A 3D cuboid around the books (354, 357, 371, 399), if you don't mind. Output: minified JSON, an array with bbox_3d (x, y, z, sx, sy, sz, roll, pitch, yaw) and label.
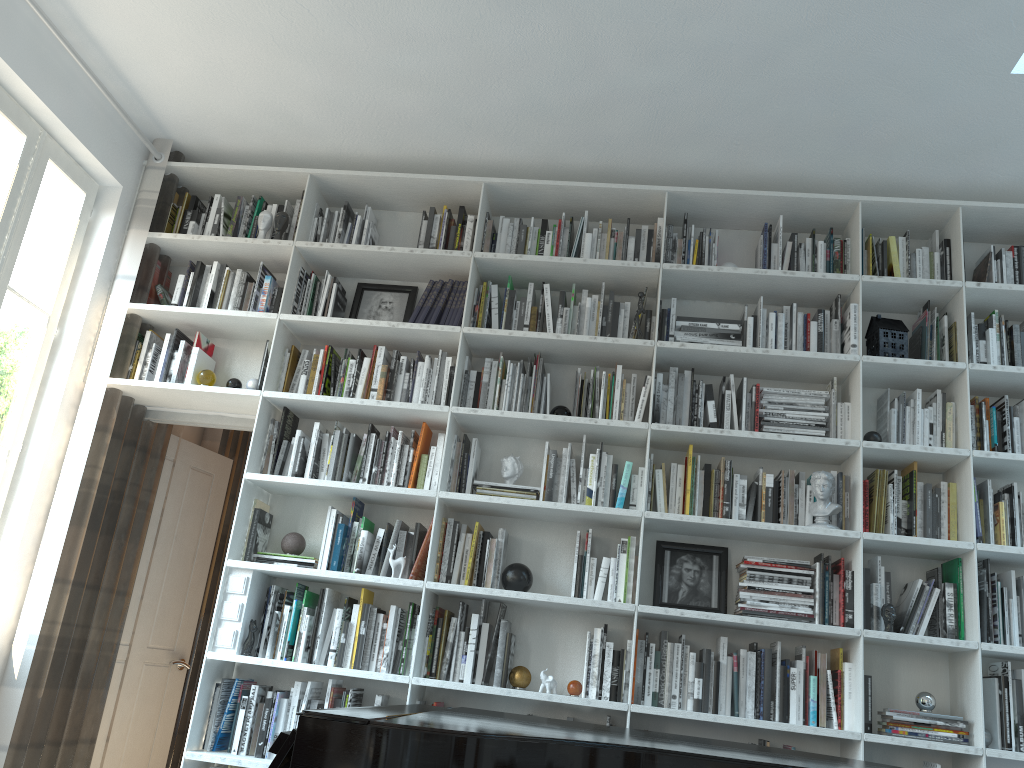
[{"bbox_3d":[-0.668,0.018,4.059,0.047,0.237,0.163,5,-18,7],"label":"books"}]

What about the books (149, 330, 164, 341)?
[{"bbox_3d":[-1.724,-0.093,4.221,0.013,0.301,0.135,5,-18,7],"label":"books"}]

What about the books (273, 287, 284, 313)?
[{"bbox_3d":[-1.094,-0.342,4.222,0.026,0.187,0.155,5,-18,7],"label":"books"}]

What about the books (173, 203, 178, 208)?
[{"bbox_3d":[-1.685,-0.759,4.438,0.011,0.240,0.151,5,-18,7],"label":"books"}]

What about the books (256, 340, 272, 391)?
[{"bbox_3d":[-1.134,-0.044,4.122,0.012,0.284,0.160,5,-18,7],"label":"books"}]

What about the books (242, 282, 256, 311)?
[{"bbox_3d":[-1.247,-0.363,4.254,0.028,0.211,0.139,5,-18,7],"label":"books"}]

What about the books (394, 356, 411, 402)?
[{"bbox_3d":[-0.497,0.022,4.046,0.029,0.260,0.158,5,-18,7],"label":"books"}]

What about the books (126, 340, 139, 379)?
[{"bbox_3d":[-1.757,-0.067,4.190,0.013,0.227,0.179,5,-18,7],"label":"books"}]

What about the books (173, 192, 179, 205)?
[{"bbox_3d":[-1.694,-0.795,4.437,0.012,0.306,0.181,5,-18,7],"label":"books"}]

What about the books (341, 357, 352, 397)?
[{"bbox_3d":[-0.742,0.015,4.065,0.011,0.228,0.171,5,-18,7],"label":"books"}]

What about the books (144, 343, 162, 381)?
[{"bbox_3d":[-1.669,-0.056,4.178,0.010,0.219,0.182,5,-18,7],"label":"books"}]

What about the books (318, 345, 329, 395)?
[{"bbox_3d":[-0.850,-0.019,4.086,0.020,0.280,0.165,5,-18,7],"label":"books"}]

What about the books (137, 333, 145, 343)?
[{"bbox_3d":[-1.768,-0.093,4.188,0.011,0.271,0.189,5,-18,7],"label":"books"}]

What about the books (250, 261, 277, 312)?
[{"bbox_3d":[-1.195,-0.407,4.246,0.012,0.302,0.189,5,-18,7],"label":"books"}]

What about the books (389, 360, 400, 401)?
[{"bbox_3d":[-0.520,0.029,4.031,0.013,0.231,0.172,5,-18,7],"label":"books"}]

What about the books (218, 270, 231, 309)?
[{"bbox_3d":[-1.353,-0.394,4.258,0.012,0.248,0.192,5,-18,7],"label":"books"}]

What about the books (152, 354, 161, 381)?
[{"bbox_3d":[-1.650,-0.030,4.194,0.029,0.184,0.135,5,-18,7],"label":"books"}]

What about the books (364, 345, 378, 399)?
[{"bbox_3d":[-0.634,-0.010,4.068,0.014,0.303,0.152,5,-18,7],"label":"books"}]

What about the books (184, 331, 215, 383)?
[{"bbox_3d":[-1.471,-0.077,4.168,0.013,0.297,0.179,5,-18,7],"label":"books"}]

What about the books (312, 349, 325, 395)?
[{"bbox_3d":[-0.868,-0.008,4.080,0.014,0.252,0.188,5,-18,7],"label":"books"}]

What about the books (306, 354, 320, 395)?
[{"bbox_3d":[-0.892,0.002,4.080,0.030,0.229,0.172,5,-18,7],"label":"books"}]

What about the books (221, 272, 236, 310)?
[{"bbox_3d":[-1.337,-0.390,4.255,0.021,0.243,0.174,5,-18,7],"label":"books"}]

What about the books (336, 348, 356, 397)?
[{"bbox_3d":[-0.765,-0.008,4.081,0.012,0.276,0.151,5,-18,7],"label":"books"}]

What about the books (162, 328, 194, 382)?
[{"bbox_3d":[-1.570,-0.089,4.165,0.013,0.296,0.188,5,-18,7],"label":"books"}]

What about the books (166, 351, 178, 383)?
[{"bbox_3d":[-1.556,-0.034,4.160,0.024,0.192,0.181,5,-18,7],"label":"books"}]

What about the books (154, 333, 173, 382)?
[{"bbox_3d":[-1.620,-0.079,4.190,0.022,0.280,0.157,5,-18,7],"label":"books"}]

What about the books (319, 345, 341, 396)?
[{"bbox_3d":[-0.836,-0.019,4.073,0.011,0.276,0.164,5,-18,7],"label":"books"}]

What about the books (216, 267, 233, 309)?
[{"bbox_3d":[-1.364,-0.404,4.263,0.013,0.268,0.162,5,-18,7],"label":"books"}]

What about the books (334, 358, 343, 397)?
[{"bbox_3d":[-0.779,0.015,4.079,0.012,0.229,0.150,5,-18,7],"label":"books"}]

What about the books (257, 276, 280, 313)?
[{"bbox_3d":[-1.148,-0.370,4.222,0.029,0.228,0.192,5,-18,7],"label":"books"}]

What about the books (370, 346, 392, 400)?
[{"bbox_3d":[-0.593,-0.006,4.037,0.030,0.284,0.186,5,-18,7],"label":"books"}]

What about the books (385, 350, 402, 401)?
[{"bbox_3d":[-0.535,0.006,4.052,0.025,0.285,0.162,5,-18,7],"label":"books"}]

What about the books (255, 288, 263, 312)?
[{"bbox_3d":[-1.179,-0.344,4.239,0.031,0.182,0.151,5,-18,7],"label":"books"}]

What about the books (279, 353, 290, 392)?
[{"bbox_3d":[-1.026,-0.009,4.103,0.022,0.231,0.152,5,-18,7],"label":"books"}]

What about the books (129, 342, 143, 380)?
[{"bbox_3d":[-1.744,-0.063,4.189,0.013,0.221,0.163,5,-18,7],"label":"books"}]

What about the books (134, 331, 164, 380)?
[{"bbox_3d":[-1.710,-0.089,4.194,0.023,0.280,0.171,5,-18,7],"label":"books"}]

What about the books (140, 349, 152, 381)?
[{"bbox_3d":[-1.689,-0.044,4.185,0.029,0.196,0.161,5,-18,7],"label":"books"}]

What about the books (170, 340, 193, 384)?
[{"bbox_3d":[-1.523,-0.058,4.145,0.021,0.236,0.189,5,-18,7],"label":"books"}]

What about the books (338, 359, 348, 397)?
[{"bbox_3d":[-0.756,0.017,4.058,0.014,0.217,0.164,5,-18,7],"label":"books"}]

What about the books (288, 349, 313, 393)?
[{"bbox_3d":[-0.970,-0.014,4.107,0.062,0.257,0.153,5,-18,7],"label":"books"}]

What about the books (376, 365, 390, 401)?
[{"bbox_3d":[-0.569,0.038,4.016,0.029,0.194,0.192,5,-18,7],"label":"books"}]

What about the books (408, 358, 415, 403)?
[{"bbox_3d":[-0.450,0.027,4.043,0.035,0.259,0.131,5,-18,7],"label":"books"}]

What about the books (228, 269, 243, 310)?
[{"bbox_3d":[-1.302,-0.396,4.252,0.025,0.260,0.167,5,-18,7],"label":"books"}]

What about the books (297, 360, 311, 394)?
[{"bbox_3d":[-0.933,0.011,4.069,0.026,0.194,0.176,5,-18,7],"label":"books"}]

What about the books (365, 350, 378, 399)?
[{"bbox_3d":[-0.620,0.001,4.043,0.023,0.270,0.187,5,-18,7],"label":"books"}]

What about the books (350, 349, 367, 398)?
[{"bbox_3d":[-0.697,-0.003,4.064,0.014,0.271,0.181,5,-18,7],"label":"books"}]

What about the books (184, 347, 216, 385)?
[{"bbox_3d":[-1.457,-0.039,4.139,0.029,0.210,0.188,5,-18,7],"label":"books"}]

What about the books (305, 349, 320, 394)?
[{"bbox_3d":[-0.909,-0.014,4.092,0.010,0.262,0.151,5,-18,7],"label":"books"}]

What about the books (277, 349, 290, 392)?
[{"bbox_3d":[-1.041,-0.018,4.116,0.012,0.253,0.161,5,-18,7],"label":"books"}]

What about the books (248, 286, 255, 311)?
[{"bbox_3d":[-1.219,-0.351,4.255,0.029,0.197,0.144,5,-18,7],"label":"books"}]

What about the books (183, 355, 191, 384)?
[{"bbox_3d":[-1.497,-0.022,4.173,0.029,0.190,0.135,5,-18,7],"label":"books"}]

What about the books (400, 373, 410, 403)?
[{"bbox_3d":[-0.476,0.059,4.030,0.022,0.185,0.137,5,-18,7],"label":"books"}]

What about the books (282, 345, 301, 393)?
[{"bbox_3d":[-1.008,-0.025,4.097,0.012,0.262,0.181,5,-18,7],"label":"books"}]

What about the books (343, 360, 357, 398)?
[{"bbox_3d":[-0.722,0.020,4.054,0.031,0.216,0.173,5,-18,7],"label":"books"}]

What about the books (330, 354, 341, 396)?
[{"bbox_3d":[-0.807,0.002,4.081,0.047,0.249,0.134,5,-18,7],"label":"books"}]

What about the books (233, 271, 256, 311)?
[{"bbox_3d":[-1.275,-0.389,4.246,0.030,0.250,0.166,5,-18,7],"label":"books"}]

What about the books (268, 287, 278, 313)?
[{"bbox_3d":[-1.119,-0.343,4.240,0.029,0.195,0.147,5,-18,7],"label":"books"}]
